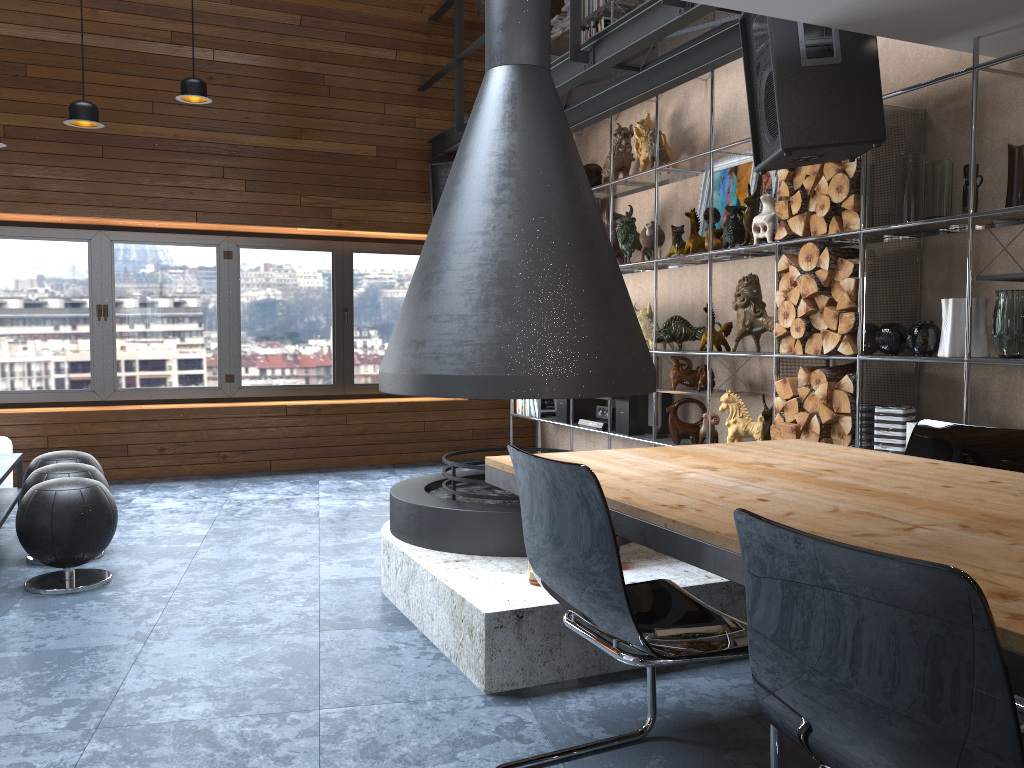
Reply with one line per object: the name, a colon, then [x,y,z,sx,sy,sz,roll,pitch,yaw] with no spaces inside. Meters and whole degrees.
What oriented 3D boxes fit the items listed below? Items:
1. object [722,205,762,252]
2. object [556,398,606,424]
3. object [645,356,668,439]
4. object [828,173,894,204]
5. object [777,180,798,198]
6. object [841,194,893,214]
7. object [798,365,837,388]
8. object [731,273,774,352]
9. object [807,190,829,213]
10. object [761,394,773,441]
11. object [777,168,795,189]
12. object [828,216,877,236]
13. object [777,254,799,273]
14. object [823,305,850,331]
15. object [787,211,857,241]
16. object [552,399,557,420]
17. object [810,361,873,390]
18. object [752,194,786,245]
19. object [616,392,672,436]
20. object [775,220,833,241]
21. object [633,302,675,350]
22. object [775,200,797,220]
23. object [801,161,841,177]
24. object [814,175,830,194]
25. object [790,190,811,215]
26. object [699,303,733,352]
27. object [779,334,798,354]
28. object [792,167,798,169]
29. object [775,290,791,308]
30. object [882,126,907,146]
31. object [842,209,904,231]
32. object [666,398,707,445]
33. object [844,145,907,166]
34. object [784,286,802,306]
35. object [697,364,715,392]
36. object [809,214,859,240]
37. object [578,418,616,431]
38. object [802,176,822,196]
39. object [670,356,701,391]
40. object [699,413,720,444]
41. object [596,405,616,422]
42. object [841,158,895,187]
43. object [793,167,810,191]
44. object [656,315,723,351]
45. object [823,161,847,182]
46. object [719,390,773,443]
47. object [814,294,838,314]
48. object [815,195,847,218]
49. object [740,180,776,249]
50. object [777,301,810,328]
object: [1.309,-0.874,4.992,0.253,0.249,0.126,-1,3,-19]
object: [0.535,0.146,6.870,0.343,0.303,0.175,-1,3,-24]
object: [0.947,0.085,5.803,0.112,0.533,0.112,-1,3,-24]
object: [1.632,-0.904,4.136,0.286,0.143,0.143,-1,3,-23]
object: [1.505,-0.967,4.492,0.331,0.110,0.107,-1,3,-22]
object: [1.672,-0.821,4.094,0.303,0.088,0.095,-1,3,-22]
object: [1.576,-0.031,4.434,0.289,0.121,0.107,-1,3,-23]
object: [1.382,-0.392,4.848,0.210,0.451,0.405,-2,3,-31]
object: [1.599,-0.882,4.316,0.288,0.118,0.147,-1,3,-20]
object: [1.405,0.231,4.743,0.198,0.358,0.116,-2,3,-31]
object: [1.499,-1.034,4.484,0.308,0.120,0.097,-1,3,-19]
object: [1.645,-0.748,4.206,0.303,0.095,0.087,-1,3,-23]
object: [1.503,-0.602,4.500,0.308,0.107,0.121,-2,3,-28]
object: [1.633,-0.321,4.226,0.329,0.135,0.095,-1,3,-27]
object: [1.564,-0.778,4.427,0.362,0.131,0.154,-1,3,-24]
object: [0.396,0.019,7.057,0.112,0.533,0.112,-1,3,-24]
object: [1.611,-0.040,4.341,0.312,0.150,0.140,-1,3,-27]
object: [1.425,-0.872,4.689,0.314,0.280,0.151,-1,3,-25]
object: [0.898,0.190,6.044,0.343,0.303,0.175,-1,3,-24]
object: [1.502,-0.779,4.507,0.330,0.105,0.107,-1,3,-21]
object: [0.927,-0.376,5.771,0.325,0.309,0.154,-2,4,-39]
object: [1.497,-0.874,4.509,0.321,0.109,0.110,-1,3,-24]
object: [1.572,-1.045,4.272,0.321,0.128,0.164,-1,3,-23]
object: [1.607,-0.943,4.258,0.331,0.110,0.101,-1,3,-26]
object: [1.542,-0.903,4.404,0.329,0.135,0.095,-1,3,-20]
object: [1.218,-0.334,5.234,0.290,0.290,0.097,-3,4,-44]
object: [1.520,-0.204,4.531,0.287,0.112,0.126,-1,3,-24]
object: [1.498,-1.138,4.434,0.312,0.150,0.140,-1,3,-20]
object: [1.495,-0.415,4.524,0.309,0.121,0.111,-1,3,-24]
object: [1.667,-1.154,4.101,0.308,0.107,0.121,-1,3,-20]
object: [1.686,-0.755,4.126,0.287,0.112,0.126,-1,3,-23]
object: [1.076,0.230,5.481,0.249,0.290,0.114,0,3,2]
object: [1.681,-1.064,4.109,0.299,0.114,0.135,-1,3,-21]
object: [1.529,-0.439,4.442,0.329,0.107,0.128,-1,3,-23]
object: [1.158,-0.036,5.289,0.105,0.168,0.210,1,3,16]
object: [1.601,-0.767,4.306,0.299,0.114,0.135,-1,3,-21]
object: [0.704,0.292,6.439,0.325,0.058,0.360,-1,3,-24]
object: [1.589,-0.961,4.338,0.330,0.098,0.107,-1,3,-20]
object: [1.088,-0.068,5.502,0.217,0.214,0.108,0,3,1]
object: [1.169,0.274,5.264,0.119,0.220,0.212,1,3,10]
object: [0.699,0.213,6.433,0.080,0.101,0.223,-1,3,-24]
object: [1.672,-0.965,4.094,0.309,0.121,0.111,-1,3,-23]
object: [1.549,-1.021,4.422,0.290,0.153,0.112,-1,3,-21]
object: [1.092,-0.314,5.465,0.403,0.221,0.192,1,3,13]
object: [1.636,-0.997,4.172,0.329,0.107,0.128,-1,3,-24]
object: [1.336,0.217,4.946,0.375,0.363,0.170,2,3,32]
object: [1.618,-0.386,4.300,0.330,0.098,0.107,-2,3,-28]
object: [1.600,-0.834,4.215,0.312,0.110,0.103,-1,3,-20]
object: [1.349,-0.919,4.836,0.198,0.358,0.116,-1,3,-16]
object: [1.496,-0.349,4.472,0.286,0.143,0.143,-1,3,-24]
